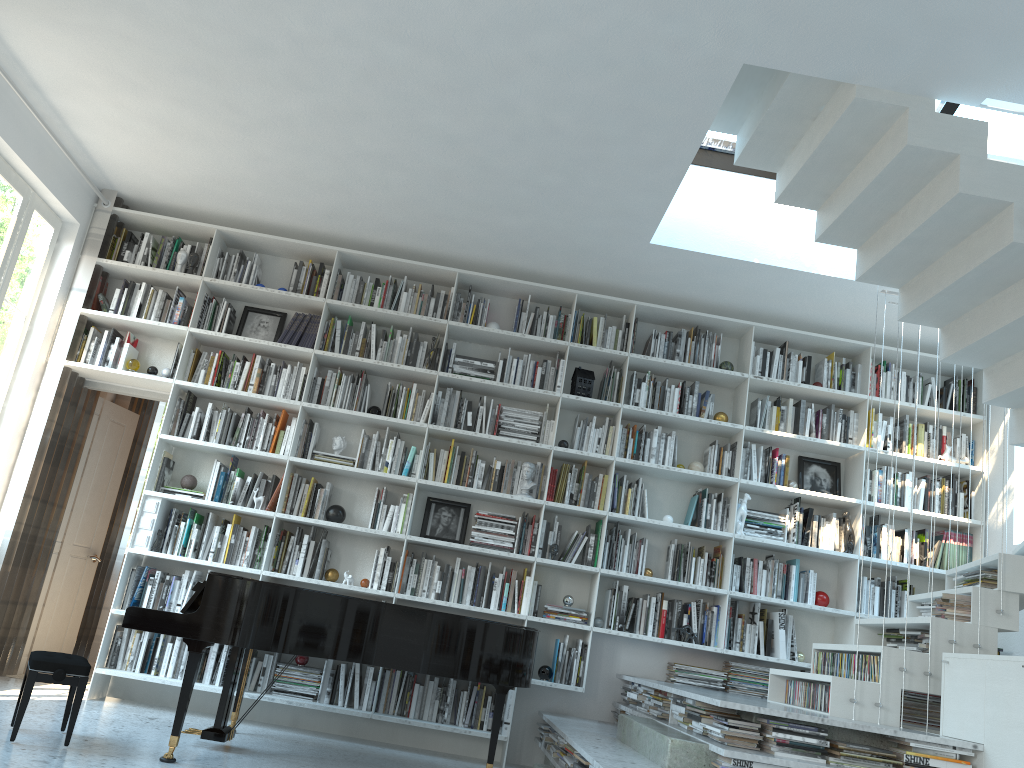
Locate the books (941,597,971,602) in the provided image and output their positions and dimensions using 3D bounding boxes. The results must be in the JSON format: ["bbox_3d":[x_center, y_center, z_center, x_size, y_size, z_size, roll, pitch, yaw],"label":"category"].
[{"bbox_3d":[2.293,1.096,4.442,0.254,0.005,0.161,0,-18,30],"label":"books"}]

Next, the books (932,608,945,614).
[{"bbox_3d":[2.345,1.206,4.663,0.178,0.035,0.222,9,-16,3],"label":"books"}]

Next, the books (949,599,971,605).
[{"bbox_3d":[2.298,1.110,4.452,0.184,0.016,0.179,2,-18,26],"label":"books"}]

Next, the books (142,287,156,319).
[{"bbox_3d":[-2.487,-0.513,6.109,0.013,0.268,0.162,10,-15,-1],"label":"books"}]

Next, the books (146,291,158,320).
[{"bbox_3d":[-2.461,-0.496,6.107,0.021,0.243,0.174,10,-16,-1],"label":"books"}]

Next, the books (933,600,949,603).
[{"bbox_3d":[2.353,1.162,4.690,0.166,0.017,0.191,9,-16,1],"label":"books"}]

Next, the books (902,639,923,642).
[{"bbox_3d":[2.185,1.370,4.689,0.189,0.012,0.156,9,-16,1],"label":"books"}]

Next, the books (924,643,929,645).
[{"bbox_3d":[2.128,1.308,4.411,0.161,0.007,0.255,4,-17,18],"label":"books"}]

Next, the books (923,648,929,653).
[{"bbox_3d":[2.128,1.338,4.402,0.136,0.017,0.289,3,-17,21],"label":"books"}]

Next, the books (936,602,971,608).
[{"bbox_3d":[2.287,1.123,4.432,0.295,0.007,0.146,1,-18,28],"label":"books"}]

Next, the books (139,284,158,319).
[{"bbox_3d":[-2.511,-0.526,6.119,0.037,0.291,0.156,10,-15,-1],"label":"books"}]

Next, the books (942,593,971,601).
[{"bbox_3d":[2.299,1.084,4.452,0.234,0.025,0.158,-2,-19,34],"label":"books"}]

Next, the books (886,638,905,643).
[{"bbox_3d":[2.188,1.429,4.906,0.140,0.022,0.182,12,-16,-8],"label":"books"}]

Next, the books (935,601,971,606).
[{"bbox_3d":[2.288,1.116,4.434,0.295,0.007,0.146,0,-19,32],"label":"books"}]

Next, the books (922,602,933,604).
[{"bbox_3d":[2.414,1.236,4.955,0.157,0.014,0.181,11,-16,-3],"label":"books"}]

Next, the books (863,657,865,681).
[{"bbox_3d":[1.794,1.407,4.364,0.125,0.125,0.008,10,-15,-1],"label":"books"}]

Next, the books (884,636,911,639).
[{"bbox_3d":[2.184,1.413,4.910,0.160,0.009,0.208,11,-16,-5],"label":"books"}]

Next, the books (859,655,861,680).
[{"bbox_3d":[1.790,1.420,4.411,0.125,0.125,0.008,10,-15,-1],"label":"books"}]

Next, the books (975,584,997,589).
[{"bbox_3d":[2.520,1.090,4.681,0.182,0.013,0.288,6,-16,12],"label":"books"}]

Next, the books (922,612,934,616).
[{"bbox_3d":[2.413,1.293,4.940,0.143,0.019,0.231,10,-16,-2],"label":"books"}]

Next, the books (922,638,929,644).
[{"bbox_3d":[2.138,1.292,4.413,0.141,0.028,0.223,5,-17,17],"label":"books"}]

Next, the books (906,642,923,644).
[{"bbox_3d":[2.196,1.384,4.686,0.149,0.013,0.220,9,-16,4],"label":"books"}]

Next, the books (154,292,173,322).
[{"bbox_3d":[-2.399,-0.489,6.107,0.030,0.250,0.166,10,-15,-1],"label":"books"}]

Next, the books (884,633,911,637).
[{"bbox_3d":[2.188,1.398,4.915,0.161,0.012,0.195,11,-16,-4],"label":"books"}]

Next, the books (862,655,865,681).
[{"bbox_3d":[1.793,1.409,4.371,0.125,0.125,0.008,10,-15,-1],"label":"books"}]

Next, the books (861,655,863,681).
[{"bbox_3d":[1.792,1.413,4.385,0.125,0.125,0.007,10,-15,-1],"label":"books"}]

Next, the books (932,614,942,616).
[{"bbox_3d":[2.341,1.226,4.661,0.188,0.005,0.182,10,-16,-1],"label":"books"}]

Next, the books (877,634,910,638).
[{"bbox_3d":[2.167,1.403,4.912,0.198,0.006,0.189,11,-16,-5],"label":"books"}]

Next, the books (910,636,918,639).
[{"bbox_3d":[2.214,1.352,4.696,0.133,0.017,0.179,9,-16,2],"label":"books"}]

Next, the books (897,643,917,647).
[{"bbox_3d":[2.182,1.395,4.683,0.184,0.013,0.226,11,-16,-4],"label":"books"}]

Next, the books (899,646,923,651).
[{"bbox_3d":[2.180,1.409,4.679,0.175,0.016,0.208,11,-16,-6],"label":"books"}]

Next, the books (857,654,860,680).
[{"bbox_3d":[1.789,1.424,4.425,0.125,0.125,0.007,10,-15,-1],"label":"books"}]

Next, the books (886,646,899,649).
[{"bbox_3d":[2.167,1.467,4.895,0.159,0.012,0.226,8,-16,6],"label":"books"}]

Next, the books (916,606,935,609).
[{"bbox_3d":[2.396,1.259,4.948,0.173,0.011,0.204,11,-16,-6],"label":"books"}]

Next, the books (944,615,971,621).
[{"bbox_3d":[2.285,1.185,4.430,0.215,0.013,0.190,0,-18,30],"label":"books"}]

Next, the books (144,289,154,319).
[{"bbox_3d":[-2.477,-0.502,6.106,0.012,0.248,0.192,10,-16,-1],"label":"books"}]

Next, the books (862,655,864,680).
[{"bbox_3d":[1.793,1.411,4.378,0.125,0.125,0.007,10,-15,-1],"label":"books"}]

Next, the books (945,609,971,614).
[{"bbox_3d":[2.282,1.149,4.425,0.214,0.014,0.138,2,-18,25],"label":"books"}]

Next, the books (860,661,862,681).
[{"bbox_3d":[1.792,1.415,4.393,0.125,0.125,0.009,10,-15,-1],"label":"books"}]

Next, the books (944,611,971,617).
[{"bbox_3d":[2.287,1.166,4.433,0.222,0.011,0.180,1,-18,29],"label":"books"}]

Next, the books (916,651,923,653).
[{"bbox_3d":[2.195,1.423,4.676,0.147,0.008,0.189,9,-16,2],"label":"books"}]

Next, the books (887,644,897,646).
[{"bbox_3d":[2.183,1.456,4.899,0.145,0.015,0.166,11,-16,-6],"label":"books"}]

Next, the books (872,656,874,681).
[{"bbox_3d":[1.800,1.383,4.271,0.125,0.123,0.035,10,-15,-1],"label":"books"}]

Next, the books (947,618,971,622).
[{"bbox_3d":[2.285,1.198,4.431,0.206,0.012,0.184,2,-18,25],"label":"books"}]

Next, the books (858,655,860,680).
[{"bbox_3d":[1.790,1.422,4.418,0.125,0.125,0.008,10,-15,-1],"label":"books"}]

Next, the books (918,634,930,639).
[{"bbox_3d":[2.131,1.271,4.423,0.168,0.014,0.213,4,-17,18],"label":"books"}]

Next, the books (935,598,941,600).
[{"bbox_3d":[2.355,1.151,4.698,0.155,0.009,0.155,10,-16,-1],"label":"books"}]

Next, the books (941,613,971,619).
[{"bbox_3d":[2.291,1.179,4.441,0.254,0.007,0.189,2,-18,25],"label":"books"}]

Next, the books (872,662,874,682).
[{"bbox_3d":[1.800,1.385,4.278,0.125,0.123,0.034,10,-15,-1],"label":"books"}]

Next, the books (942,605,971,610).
[{"bbox_3d":[2.293,1.136,4.442,0.232,0.011,0.172,-1,-19,34],"label":"books"}]

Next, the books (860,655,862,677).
[{"bbox_3d":[1.791,1.418,4.402,0.125,0.125,0.010,10,-15,-1],"label":"books"}]

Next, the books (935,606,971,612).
[{"bbox_3d":[2.284,1.140,4.428,0.295,0.006,0.147,0,-19,32],"label":"books"}]

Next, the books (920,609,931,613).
[{"bbox_3d":[2.410,1.275,4.945,0.149,0.016,0.240,11,-16,-3],"label":"books"}]

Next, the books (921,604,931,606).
[{"bbox_3d":[2.409,1.249,4.951,0.157,0.014,0.181,11,-16,-5],"label":"books"}]

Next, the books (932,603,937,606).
[{"bbox_3d":[2.350,1.176,4.684,0.218,0.012,0.156,5,-16,14],"label":"books"}]

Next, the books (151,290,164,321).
[{"bbox_3d":[-2.425,-0.499,6.108,0.025,0.260,0.167,10,-15,-1],"label":"books"}]

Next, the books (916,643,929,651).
[{"bbox_3d":[2.111,1.319,4.413,0.171,0.019,0.240,3,-17,23],"label":"books"}]

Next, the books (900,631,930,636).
[{"bbox_3d":[2.192,1.333,4.700,0.177,0.014,0.194,11,-16,-7],"label":"books"}]

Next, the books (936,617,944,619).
[{"bbox_3d":[2.338,1.250,4.664,0.200,0.014,0.178,9,-16,3],"label":"books"}]
